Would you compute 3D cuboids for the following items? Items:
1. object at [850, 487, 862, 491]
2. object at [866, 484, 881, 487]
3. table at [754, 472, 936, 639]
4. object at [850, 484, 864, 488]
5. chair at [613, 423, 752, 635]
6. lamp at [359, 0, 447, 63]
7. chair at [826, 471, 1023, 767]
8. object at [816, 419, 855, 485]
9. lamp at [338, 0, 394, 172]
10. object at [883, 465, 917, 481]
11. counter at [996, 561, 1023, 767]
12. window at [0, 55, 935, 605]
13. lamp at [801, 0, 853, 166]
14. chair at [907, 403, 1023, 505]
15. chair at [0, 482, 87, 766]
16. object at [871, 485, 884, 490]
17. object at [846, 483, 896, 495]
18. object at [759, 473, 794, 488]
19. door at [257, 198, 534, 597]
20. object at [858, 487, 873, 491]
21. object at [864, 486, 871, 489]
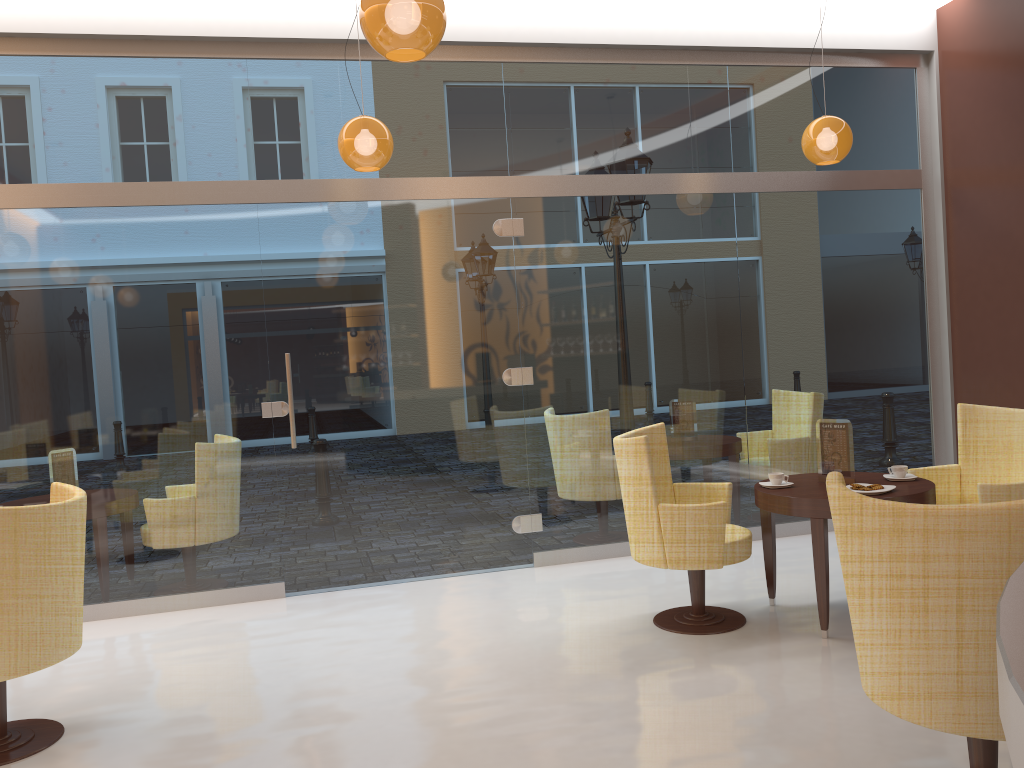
[{"bbox_3d":[1.680,0.510,4.323,0.054,0.018,0.051,-2,2,34],"label":"object"},{"bbox_3d":[1.774,0.500,4.352,0.051,0.018,0.054,-4,2,-15],"label":"object"},{"bbox_3d":[1.720,0.855,4.580,0.872,0.679,0.874,-2,2,33],"label":"table"},{"bbox_3d":[1.694,0.500,4.355,0.052,0.016,0.055,-4,2,-14],"label":"object"},{"bbox_3d":[0.901,0.735,4.645,0.685,1.017,0.729,-3,2,19],"label":"chair"},{"bbox_3d":[-0.412,-1.874,3.016,0.299,1.500,0.299,-4,2,-2],"label":"lamp"},{"bbox_3d":[1.354,0.776,2.638,0.685,1.017,0.729,-5,2,-35],"label":"chair"},{"bbox_3d":[1.677,0.349,4.605,0.042,0.335,0.209,-5,3,-38],"label":"object"},{"bbox_3d":[-0.829,-1.908,4.767,0.299,1.500,0.299,-5,3,-39],"label":"lamp"},{"bbox_3d":[2.012,0.462,4.598,0.153,0.069,0.153,-3,2,9],"label":"object"},{"bbox_3d":[1.333,0.801,0.746,1.586,1.100,2.917,-2,2,32],"label":"counter"},{"bbox_3d":[-0.759,-0.443,5.786,8.200,3.380,0.040,-4,2,-13],"label":"window"},{"bbox_3d":[1.890,-2.102,5.410,0.299,1.500,0.299,-2,3,44],"label":"lamp"},{"bbox_3d":[2.497,0.633,4.682,0.685,1.017,0.729,-4,2,-10],"label":"chair"},{"bbox_3d":[-2.074,0.960,3.601,0.685,1.017,0.729,-4,2,-10],"label":"chair"},{"bbox_3d":[1.775,0.503,4.305,0.052,0.018,0.055,-3,2,11],"label":"object"},{"bbox_3d":[1.730,0.514,4.325,0.234,0.020,0.234,-5,3,-42],"label":"object"},{"bbox_3d":[1.376,0.501,4.621,0.153,0.069,0.153,-4,2,-13],"label":"object"},{"bbox_3d":[-0.728,0.055,5.803,1.640,2.499,0.020,-4,2,-13],"label":"door"},{"bbox_3d":[1.711,0.509,4.288,0.053,0.014,0.055,-5,2,-30],"label":"object"},{"bbox_3d":[1.727,0.510,4.353,0.051,0.018,0.054,-5,2,-26],"label":"object"}]
